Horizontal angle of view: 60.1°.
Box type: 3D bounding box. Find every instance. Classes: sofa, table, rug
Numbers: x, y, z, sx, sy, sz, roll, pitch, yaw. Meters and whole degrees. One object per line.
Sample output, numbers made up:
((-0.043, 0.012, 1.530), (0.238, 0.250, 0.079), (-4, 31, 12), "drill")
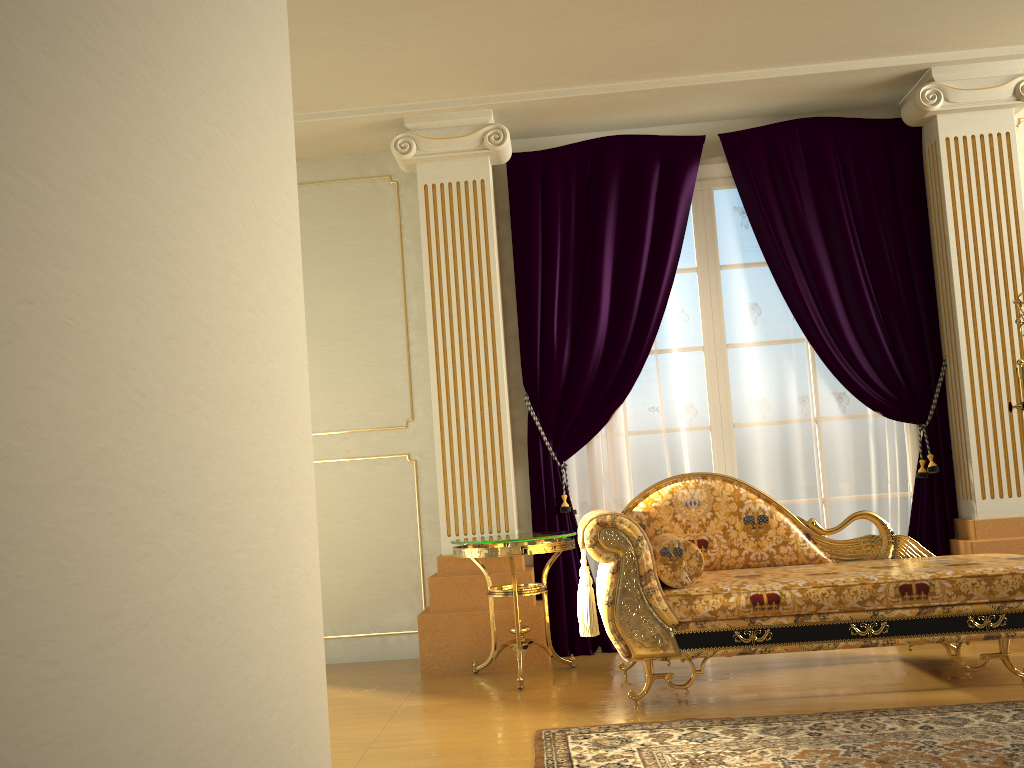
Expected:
((1.202, 0.753, 3.556), (1.893, 0.867, 0.697), (-4, -5, 3), "sofa")
((0.028, 1.012, 4.010), (0.571, 0.640, 0.574), (0, -7, -42), "table")
((1.051, 0.928, 1.502), (2.117, 0.017, 3.097), (-4, -7, 3), "rug")

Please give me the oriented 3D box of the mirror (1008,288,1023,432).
((2.466, 0.279, 3.814), (0.542, 1.692, 0.244), (-5, -3, 13), "mirror")

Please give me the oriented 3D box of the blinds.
((1.124, -0.002, 4.572), (2.236, 2.640, 0.340), (-4, -3, 4), "blinds")
